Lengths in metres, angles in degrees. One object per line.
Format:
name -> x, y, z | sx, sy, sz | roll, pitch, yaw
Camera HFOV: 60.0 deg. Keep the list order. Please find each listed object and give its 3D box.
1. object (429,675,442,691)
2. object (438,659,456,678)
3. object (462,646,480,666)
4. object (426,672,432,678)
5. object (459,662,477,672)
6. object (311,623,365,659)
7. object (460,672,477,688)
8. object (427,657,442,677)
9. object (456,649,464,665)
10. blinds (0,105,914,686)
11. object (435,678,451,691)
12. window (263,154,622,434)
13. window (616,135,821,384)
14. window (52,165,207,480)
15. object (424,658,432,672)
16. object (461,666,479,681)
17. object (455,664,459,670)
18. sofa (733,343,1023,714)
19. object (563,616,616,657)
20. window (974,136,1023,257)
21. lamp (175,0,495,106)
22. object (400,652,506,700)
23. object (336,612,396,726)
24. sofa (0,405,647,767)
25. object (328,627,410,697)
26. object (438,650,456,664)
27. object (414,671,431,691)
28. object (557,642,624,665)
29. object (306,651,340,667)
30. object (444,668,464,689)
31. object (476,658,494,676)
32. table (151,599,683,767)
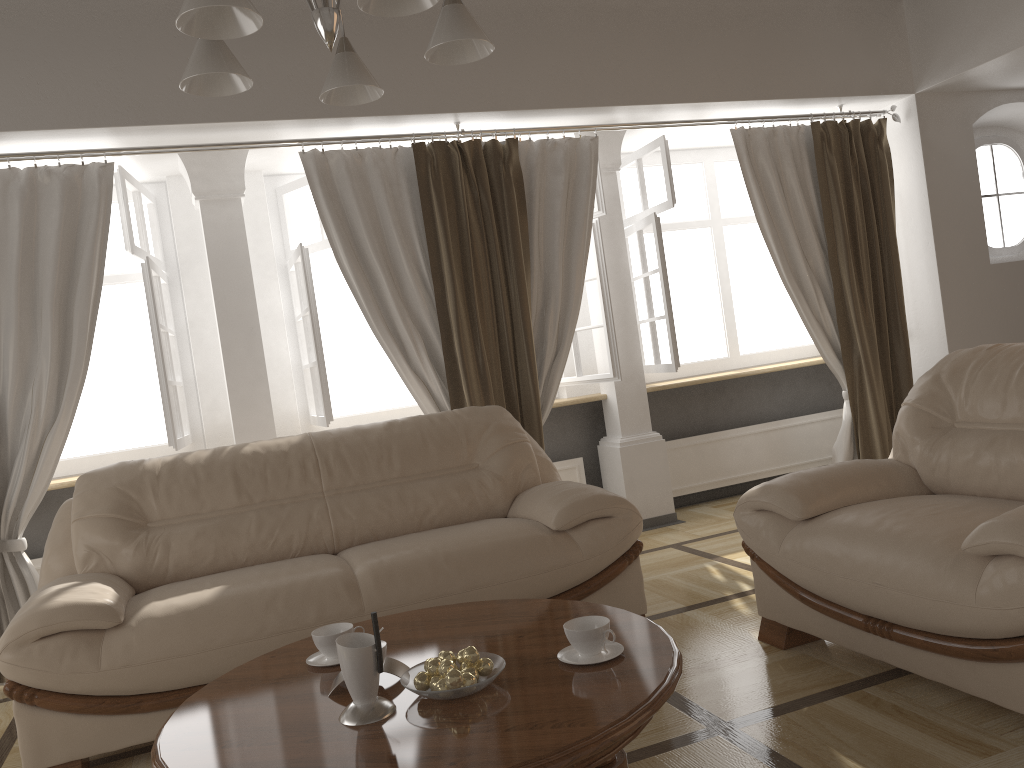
object -> -0.155, 0.634, 1.867 | 0.038, 0.040, 0.039 | -9, 2, -29
object -> -0.136, 0.598, 1.860 | 0.037, 0.041, 0.040 | -8, 1, 4
object -> -0.089, 0.590, 1.920 | 0.038, 0.044, 0.038 | -8, 1, -13
object -> -0.170, 0.636, 1.919 | 0.038, 0.040, 0.040 | -7, 2, 31
object -> -0.095, 0.625, 1.943 | 0.040, 0.038, 0.039 | -8, 1, 5
object -> -0.444, 0.651, 2.232 | 0.105, 0.071, 0.114 | -7, 2, 31
object -> -0.093, 0.618, 1.837 | 0.041, 0.041, 0.038 | -9, 2, -35
object -> -0.163, 0.605, 1.895 | 0.040, 0.039, 0.038 | -9, 2, -35
object -> -0.105, 0.610, 1.977 | 0.039, 0.039, 0.041 | -7, 2, 30
blinds -> -0.208, -0.167, 4.431 | 5.765, 2.294, 0.285 | -9, 2, -19
object -> -0.138, 0.627, 1.834 | 0.041, 0.039, 0.039 | -9, 2, -42
window -> -0.378, -0.558, 5.003 | 1.759, 1.500, 0.784 | -9, 2, -20
window -> 1.481, -0.839, 5.652 | 1.653, 1.500, 0.782 | -9, 2, -19
window -> -2.411, -0.249, 4.267 | 1.600, 1.500, 0.781 | -9, 2, -19
object -> -0.174, 0.624, 1.957 | 0.041, 0.038, 0.039 | -7, 2, 24
object -> -0.091, 0.625, 1.902 | 0.039, 0.039, 0.040 | -9, 2, -30
object -> -0.136, 0.631, 1.944 | 0.040, 0.037, 0.040 | -8, 1, 6
sofa -> 1.444, 0.353, 2.630 | 1.052, 0.900, 1.318 | -9, 2, -19
object -> 0.172, 0.569, 1.977 | 0.105, 0.071, 0.114 | -8, 1, -4
window -> 3.145, -1.217, 5.761 | 0.600, 0.784, 0.050 | -9, 2, -19
lamp -> -0.455, -1.284, 1.988 | 0.713, 1.094, 0.741 | -9, 2, -19
object -> -0.124, 0.634, 1.902 | 0.227, 0.039, 0.227 | -8, 1, 6
object -> -0.313, 0.576, 1.829 | 0.119, 0.210, 0.119 | -9, 2, -42
sofa -> -0.669, 0.636, 3.361 | 2.135, 0.900, 1.051 | -9, 2, -19
object -> -0.332, 0.613, 2.015 | 0.178, 0.133, 0.104 | -8, 1, -4
object -> -0.144, 0.615, 1.981 | 0.038, 0.040, 0.040 | -9, 2, -40
object -> -0.191, 0.633, 1.887 | 0.037, 0.040, 0.041 | -8, 1, -7
object -> 0.176, 0.603, 1.983 | 0.150, 0.010, 0.150 | -9, 2, -30
object -> -0.441, 0.685, 2.228 | 0.150, 0.010, 0.150 | -9, 2, -34
object -> -0.118, 0.603, 1.811 | 0.038, 0.042, 0.038 | -8, 1, -11
object -> -0.059, 0.614, 1.925 | 0.039, 0.039, 0.040 | -8, 1, -8
table -> -0.175, 0.856, 2.032 | 1.169, 0.392, 1.167 | -9, 2, -24
